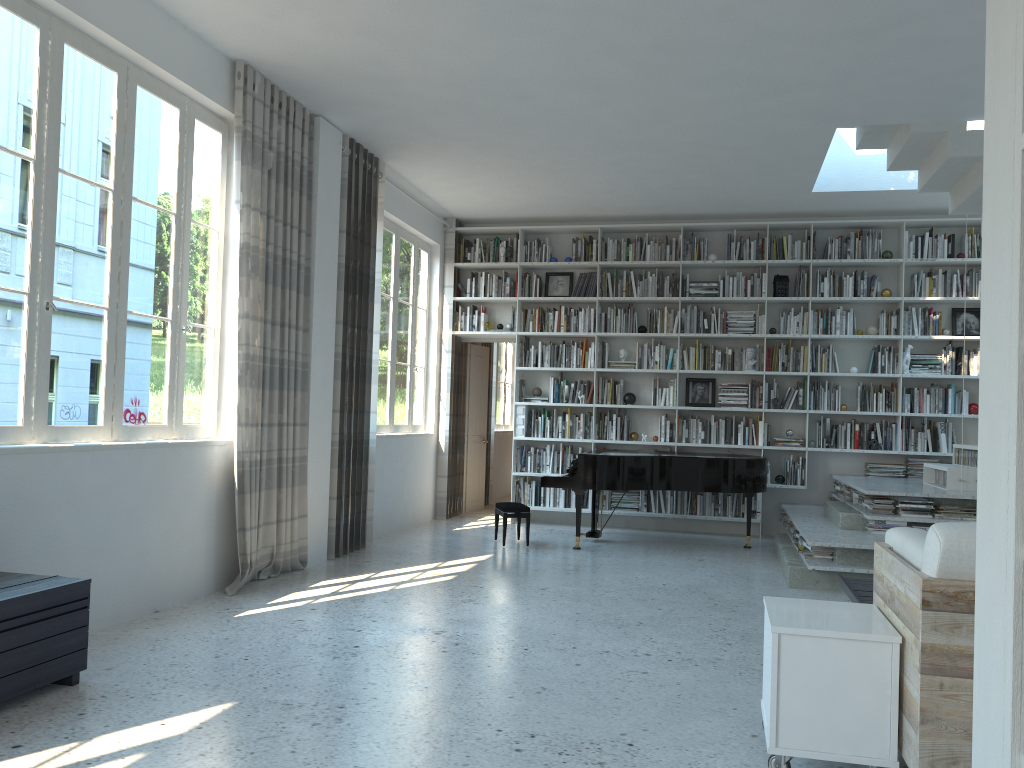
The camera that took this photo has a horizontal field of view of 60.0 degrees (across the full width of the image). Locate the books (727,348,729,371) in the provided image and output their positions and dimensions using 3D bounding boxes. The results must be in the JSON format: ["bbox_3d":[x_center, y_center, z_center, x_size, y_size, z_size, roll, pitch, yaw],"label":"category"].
[{"bbox_3d":[2.193,-0.238,9.011,0.010,0.234,0.175,2,-2,13],"label":"books"}]

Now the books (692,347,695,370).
[{"bbox_3d":[1.866,-0.248,9.097,0.029,0.240,0.155,2,-2,13],"label":"books"}]

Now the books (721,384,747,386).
[{"bbox_3d":[2.249,0.013,8.994,0.254,0.012,0.161,1,-2,10],"label":"books"}]

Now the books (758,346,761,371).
[{"bbox_3d":[2.492,-0.247,8.939,0.014,0.266,0.154,2,-2,13],"label":"books"}]

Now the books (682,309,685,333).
[{"bbox_3d":[1.764,-0.633,9.125,0.026,0.267,0.170,2,-2,13],"label":"books"}]

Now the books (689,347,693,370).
[{"bbox_3d":[1.840,-0.253,9.109,0.026,0.248,0.139,2,-2,13],"label":"books"}]

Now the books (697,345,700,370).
[{"bbox_3d":[1.904,-0.262,9.056,0.015,0.266,0.189,2,-2,13],"label":"books"}]

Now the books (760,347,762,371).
[{"bbox_3d":[2.509,-0.244,8.948,0.014,0.261,0.137,2,-2,13],"label":"books"}]

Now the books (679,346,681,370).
[{"bbox_3d":[1.736,-0.258,9.130,0.012,0.254,0.161,2,-2,13],"label":"books"}]

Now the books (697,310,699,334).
[{"bbox_3d":[1.910,-0.622,9.093,0.011,0.252,0.153,2,-2,13],"label":"books"}]

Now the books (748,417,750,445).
[{"bbox_3d":[2.391,0.476,8.961,0.010,0.284,0.132,2,-2,13],"label":"books"}]

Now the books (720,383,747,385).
[{"bbox_3d":[2.249,0.000,8.992,0.254,0.012,0.161,1,-2,17],"label":"books"}]

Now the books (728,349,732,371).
[{"bbox_3d":[2.209,-0.233,8.995,0.029,0.224,0.185,2,-2,13],"label":"books"}]

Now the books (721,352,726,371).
[{"bbox_3d":[2.153,-0.221,9.033,0.050,0.199,0.145,1,-2,13],"label":"books"}]

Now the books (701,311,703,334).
[{"bbox_3d":[1.947,-0.615,9.082,0.011,0.239,0.147,2,-2,13],"label":"books"}]

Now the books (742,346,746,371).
[{"bbox_3d":[2.348,-0.247,8.982,0.024,0.259,0.126,2,-2,13],"label":"books"}]

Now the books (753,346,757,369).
[{"bbox_3d":[2.450,-0.245,8.955,0.025,0.259,0.130,2,-2,13],"label":"books"}]

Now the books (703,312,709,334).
[{"bbox_3d":[1.984,-0.613,9.067,0.066,0.236,0.154,1,-2,13],"label":"books"}]

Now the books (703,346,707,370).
[{"bbox_3d":[1.978,-0.255,9.083,0.028,0.259,0.134,2,-2,13],"label":"books"}]

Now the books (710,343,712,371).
[{"bbox_3d":[2.030,-0.267,9.051,0.013,0.283,0.177,2,-2,13],"label":"books"}]

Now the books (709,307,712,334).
[{"bbox_3d":[2.031,-0.635,9.070,0.022,0.285,0.131,2,-2,13],"label":"books"}]

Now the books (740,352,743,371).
[{"bbox_3d":[2.327,-0.221,8.993,0.022,0.206,0.114,2,-2,13],"label":"books"}]

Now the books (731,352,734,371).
[{"bbox_3d":[2.237,-0.221,8.990,0.029,0.200,0.178,2,-2,13],"label":"books"}]

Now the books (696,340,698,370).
[{"bbox_3d":[1.891,-0.288,9.060,0.014,0.317,0.188,2,-2,13],"label":"books"}]

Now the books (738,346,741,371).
[{"bbox_3d":[2.301,-0.248,8.983,0.025,0.258,0.150,2,-2,13],"label":"books"}]

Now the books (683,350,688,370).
[{"bbox_3d":[1.784,-0.235,9.101,0.053,0.208,0.156,1,-2,13],"label":"books"}]

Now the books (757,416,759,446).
[{"bbox_3d":[2.477,0.469,8.932,0.011,0.300,0.149,2,-2,13],"label":"books"}]

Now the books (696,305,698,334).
[{"bbox_3d":[1.900,-0.646,9.094,0.011,0.300,0.179,2,-2,13],"label":"books"}]

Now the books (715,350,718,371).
[{"bbox_3d":[2.084,-0.232,9.036,0.024,0.216,0.175,2,-2,13],"label":"books"}]

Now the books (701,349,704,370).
[{"bbox_3d":[1.950,-0.240,9.083,0.024,0.228,0.147,2,-2,13],"label":"books"}]

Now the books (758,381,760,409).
[{"bbox_3d":[2.484,0.113,8.927,0.011,0.279,0.186,2,-2,13],"label":"books"}]

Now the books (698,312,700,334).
[{"bbox_3d":[1.922,-0.612,9.091,0.014,0.233,0.147,2,-2,13],"label":"books"}]

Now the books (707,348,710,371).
[{"bbox_3d":[2.012,-0.243,9.061,0.025,0.236,0.137,2,-2,13],"label":"books"}]

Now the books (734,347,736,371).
[{"bbox_3d":[2.255,-0.243,8.976,0.012,0.245,0.186,2,-2,13],"label":"books"}]

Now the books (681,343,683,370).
[{"bbox_3d":[1.749,-0.271,9.137,0.010,0.282,0.140,2,-2,13],"label":"books"}]

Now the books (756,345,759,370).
[{"bbox_3d":[2.477,-0.253,8.960,0.025,0.279,0.108,2,-2,13],"label":"books"}]

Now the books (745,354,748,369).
[{"bbox_3d":[2.375,-0.217,8.973,0.035,0.201,0.149,2,-2,13],"label":"books"}]

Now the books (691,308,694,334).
[{"bbox_3d":[1.852,-0.630,9.095,0.025,0.266,0.185,2,-2,13],"label":"books"}]

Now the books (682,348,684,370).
[{"bbox_3d":[1.759,-0.248,9.133,0.011,0.235,0.142,2,-2,13],"label":"books"}]

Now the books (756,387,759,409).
[{"bbox_3d":[2.472,0.145,8.946,0.021,0.217,0.132,2,-2,13],"label":"books"}]

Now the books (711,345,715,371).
[{"bbox_3d":[2.046,-0.259,9.032,0.028,0.267,0.190,2,-2,13],"label":"books"}]

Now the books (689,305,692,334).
[{"bbox_3d":[1.840,-0.653,9.125,0.014,0.313,0.133,2,-2,13],"label":"books"}]

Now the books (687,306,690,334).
[{"bbox_3d":[1.816,-0.647,9.111,0.026,0.297,0.179,2,-2,13],"label":"books"}]

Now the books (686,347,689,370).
[{"bbox_3d":[1.805,-0.251,9.108,0.042,0.242,0.162,2,-2,13],"label":"books"}]

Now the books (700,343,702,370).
[{"bbox_3d":[1.929,-0.268,9.065,0.010,0.280,0.170,2,-2,13],"label":"books"}]

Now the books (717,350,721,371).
[{"bbox_3d":[2.111,-0.230,9.031,0.030,0.215,0.168,2,-2,13],"label":"books"}]

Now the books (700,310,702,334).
[{"bbox_3d":[1.935,-0.620,9.084,0.014,0.250,0.172,2,-2,13],"label":"books"}]

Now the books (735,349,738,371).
[{"bbox_3d":[2.281,-0.233,9.007,0.025,0.230,0.143,2,-2,13],"label":"books"}]

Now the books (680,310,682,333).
[{"bbox_3d":[1.748,-0.626,9.139,0.012,0.254,0.161,2,-2,13],"label":"books"}]

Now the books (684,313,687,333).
[{"bbox_3d":[1.793,-0.612,9.134,0.027,0.228,0.147,2,-2,13],"label":"books"}]

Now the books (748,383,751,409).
[{"bbox_3d":[2.397,0.124,8.952,0.012,0.254,0.161,2,-2,13],"label":"books"}]

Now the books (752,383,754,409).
[{"bbox_3d":[2.432,0.124,8.952,0.013,0.256,0.163,2,-2,13],"label":"books"}]

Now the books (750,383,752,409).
[{"bbox_3d":[2.408,0.121,8.947,0.011,0.260,0.184,2,-2,13],"label":"books"}]

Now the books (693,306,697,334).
[{"bbox_3d":[1.882,-0.644,9.106,0.029,0.295,0.151,2,-2,13],"label":"books"}]

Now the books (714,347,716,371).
[{"bbox_3d":[2.071,-0.249,9.054,0.011,0.251,0.130,2,-2,13],"label":"books"}]

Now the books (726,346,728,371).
[{"bbox_3d":[2.182,-0.250,9.017,0.014,0.258,0.161,2,-2,13],"label":"books"}]

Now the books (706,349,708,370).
[{"bbox_3d":[1.992,-0.240,9.058,0.012,0.228,0.169,2,-2,13],"label":"books"}]

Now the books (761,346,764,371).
[{"bbox_3d":[2.528,-0.245,8.950,0.023,0.264,0.107,2,-2,13],"label":"books"}]

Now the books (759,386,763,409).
[{"bbox_3d":[2.503,0.138,8.911,0.034,0.229,0.199,2,-2,13],"label":"books"}]
